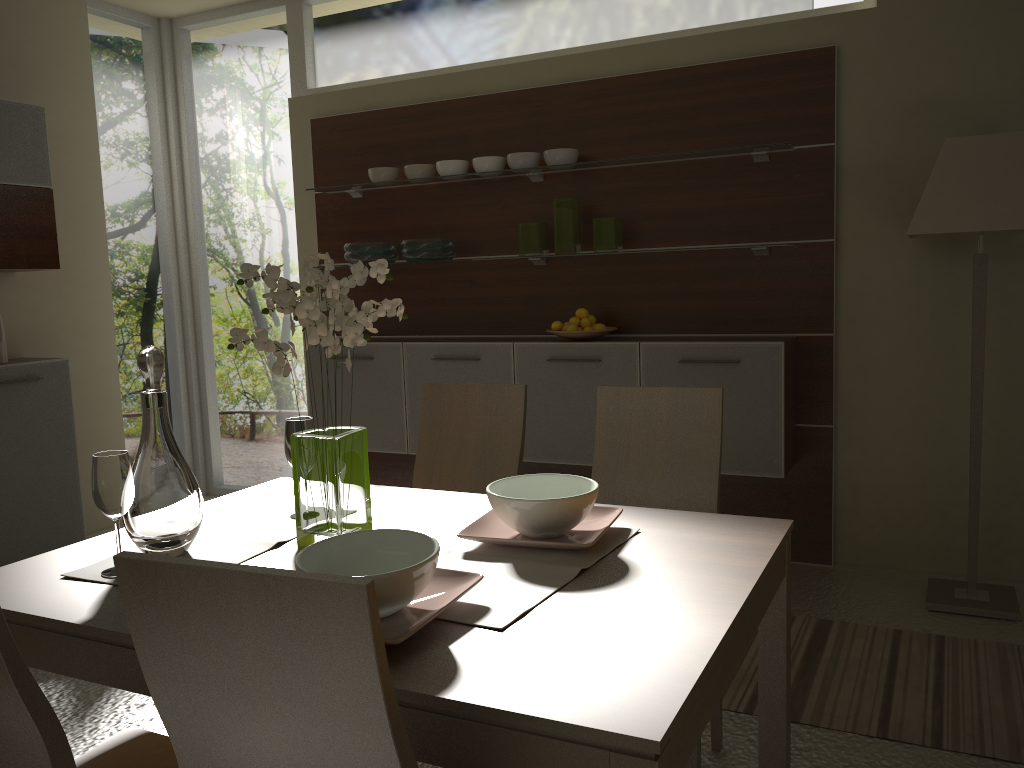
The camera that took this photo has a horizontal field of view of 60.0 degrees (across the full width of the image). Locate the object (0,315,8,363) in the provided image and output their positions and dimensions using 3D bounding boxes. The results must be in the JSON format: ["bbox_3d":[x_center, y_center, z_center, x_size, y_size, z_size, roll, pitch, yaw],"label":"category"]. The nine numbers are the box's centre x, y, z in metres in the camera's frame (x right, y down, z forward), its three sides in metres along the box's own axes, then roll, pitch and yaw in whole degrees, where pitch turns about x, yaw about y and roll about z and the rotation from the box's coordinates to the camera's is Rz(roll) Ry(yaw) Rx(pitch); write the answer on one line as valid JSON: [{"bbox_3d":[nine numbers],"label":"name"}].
[{"bbox_3d":[-2.510,-0.289,4.229,0.153,0.384,0.153,-6,8,-30],"label":"object"}]

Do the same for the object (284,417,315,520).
[{"bbox_3d":[-0.490,0.196,2.074,0.075,0.232,0.075,-4,7,-15],"label":"object"}]

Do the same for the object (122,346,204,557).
[{"bbox_3d":[-0.716,0.135,1.796,0.156,0.426,0.156,-5,7,-22],"label":"object"}]

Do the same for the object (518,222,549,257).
[{"bbox_3d":[0.104,-0.692,4.260,0.112,0.160,0.111,1,7,26],"label":"object"}]

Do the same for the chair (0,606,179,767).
[{"bbox_3d":[-0.698,0.678,1.460,0.404,1.017,0.507,1,7,27],"label":"chair"}]

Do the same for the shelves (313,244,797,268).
[{"bbox_3d":[0.085,-0.612,4.305,2.463,0.008,0.255,1,7,26],"label":"shelves"}]

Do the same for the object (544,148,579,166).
[{"bbox_3d":[0.231,-1.054,4.163,0.163,0.077,0.163,-4,7,-15],"label":"object"}]

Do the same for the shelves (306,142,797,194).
[{"bbox_3d":[0.070,-1.017,4.258,2.463,0.008,0.255,1,7,26],"label":"shelves"}]

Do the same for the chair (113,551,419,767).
[{"bbox_3d":[-0.200,0.681,1.284,0.404,1.017,0.507,1,7,23],"label":"chair"}]

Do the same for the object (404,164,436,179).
[{"bbox_3d":[-0.466,-1.071,4.519,0.163,0.077,0.163,-4,7,-15],"label":"object"}]

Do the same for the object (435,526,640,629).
[{"bbox_3d":[0.003,0.337,1.689,0.287,0.010,0.589,2,8,29],"label":"object"}]

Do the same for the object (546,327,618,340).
[{"bbox_3d":[0.330,-0.233,4.173,0.337,0.053,0.337,-6,8,-32],"label":"object"}]

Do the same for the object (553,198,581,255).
[{"bbox_3d":[0.260,-0.739,4.166,0.099,0.259,0.099,1,7,26],"label":"object"}]

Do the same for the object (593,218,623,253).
[{"bbox_3d":[0.444,-0.686,4.106,0.111,0.160,0.112,1,7,26],"label":"object"}]

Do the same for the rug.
[{"bbox_3d":[1.064,0.949,2.969,1.613,0.010,0.843,1,7,26],"label":"rug"}]

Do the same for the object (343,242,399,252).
[{"bbox_3d":[-0.738,-0.705,4.661,0.288,0.068,0.288,-4,7,-15],"label":"object"}]

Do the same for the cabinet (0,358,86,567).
[{"bbox_3d":[-2.843,0.511,3.530,0.372,1.018,2.318,1,7,26],"label":"cabinet"}]

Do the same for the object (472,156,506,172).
[{"bbox_3d":[-0.110,-1.062,4.335,0.163,0.077,0.163,-5,7,-22],"label":"object"}]

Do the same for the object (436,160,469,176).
[{"bbox_3d":[-0.295,-1.065,4.412,0.163,0.077,0.163,-4,7,-15],"label":"object"}]

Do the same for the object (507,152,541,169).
[{"bbox_3d":[0.058,-1.057,4.236,0.163,0.077,0.163,-4,7,-15],"label":"object"}]

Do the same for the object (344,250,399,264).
[{"bbox_3d":[-0.737,-0.663,4.666,0.288,0.068,0.288,-4,7,-15],"label":"object"}]

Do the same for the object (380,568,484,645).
[{"bbox_3d":[-0.229,0.358,1.450,0.283,0.041,0.283,1,7,26],"label":"object"}]

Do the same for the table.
[{"bbox_3d":[-0.229,0.732,1.828,1.411,0.790,1.000,1,7,26],"label":"table"}]

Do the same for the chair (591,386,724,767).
[{"bbox_3d":[0.331,0.542,2.309,0.404,1.017,0.507,1,7,24],"label":"chair"}]

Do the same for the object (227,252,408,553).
[{"bbox_3d":[-0.368,0.040,1.772,0.302,0.608,0.304,2,8,29],"label":"object"}]

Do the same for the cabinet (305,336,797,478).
[{"bbox_3d":[0.084,0.068,4.332,2.463,0.570,0.372,1,7,26],"label":"cabinet"}]

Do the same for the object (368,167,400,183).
[{"bbox_3d":[-0.660,-1.073,4.589,0.163,0.077,0.163,-4,7,-15],"label":"object"}]

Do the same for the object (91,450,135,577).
[{"bbox_3d":[-0.757,0.246,1.695,0.075,0.232,0.075,-4,7,-15],"label":"object"}]

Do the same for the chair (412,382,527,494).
[{"bbox_3d":[-0.206,0.532,2.557,0.404,1.017,0.507,1,7,26],"label":"chair"}]

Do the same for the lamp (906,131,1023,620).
[{"bbox_3d":[1.781,-0.024,3.392,0.499,1.782,0.499,1,7,26],"label":"lamp"}]

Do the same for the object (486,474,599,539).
[{"bbox_3d":[0.064,0.260,1.839,0.233,0.101,0.233,0,7,15],"label":"object"}]

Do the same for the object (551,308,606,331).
[{"bbox_3d":[0.310,-0.287,4.169,0.259,0.139,0.230,-2,7,-4],"label":"object"}]

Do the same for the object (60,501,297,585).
[{"bbox_3d":[-0.621,0.333,1.914,0.287,0.010,0.589,1,7,23],"label":"object"}]

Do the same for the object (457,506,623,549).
[{"bbox_3d":[0.066,0.300,1.844,0.283,0.033,0.283,0,7,20],"label":"object"}]

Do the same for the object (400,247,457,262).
[{"bbox_3d":[-0.423,-0.657,4.517,0.288,0.068,0.288,-4,7,-15],"label":"object"}]

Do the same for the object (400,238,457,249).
[{"bbox_3d":[-0.424,-0.699,4.512,0.288,0.068,0.288,-4,7,-15],"label":"object"}]

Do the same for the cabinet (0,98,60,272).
[{"bbox_3d":[-2.891,-0.820,3.373,0.372,0.789,2.318,1,7,26],"label":"cabinet"}]

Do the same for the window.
[{"bbox_3d":[-1.413,-0.360,2.045,4.466,3.000,6.429,1,7,24],"label":"window"}]

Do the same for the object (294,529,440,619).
[{"bbox_3d":[-0.232,0.319,1.442,0.233,0.107,0.232,3,8,37],"label":"object"}]
